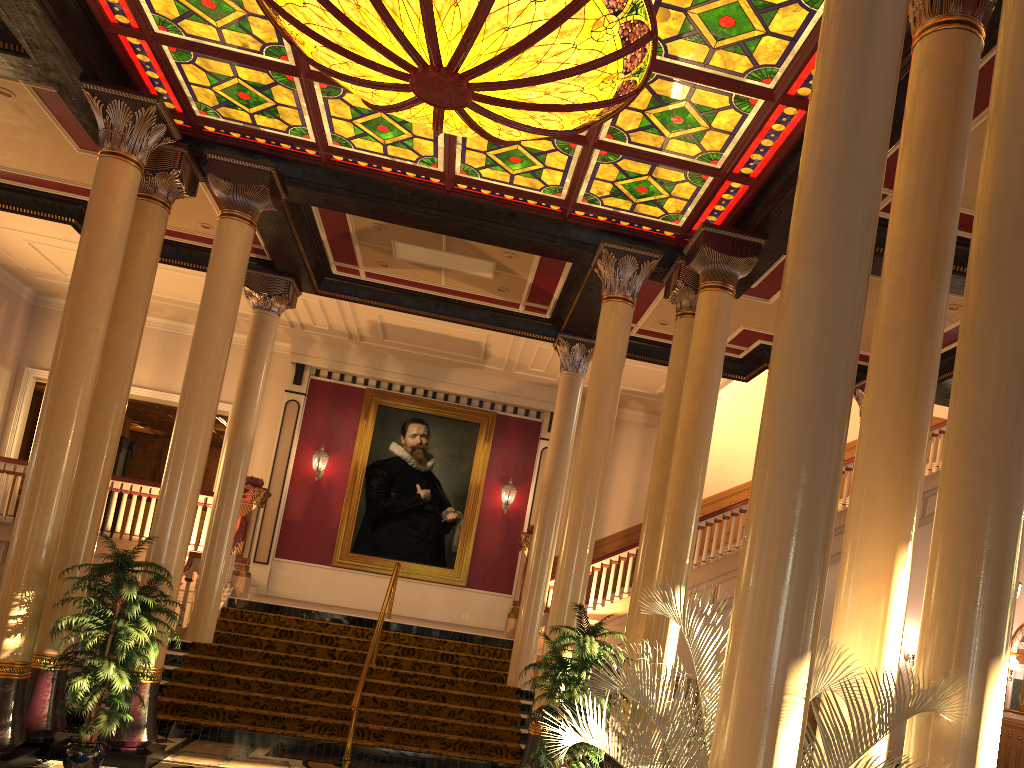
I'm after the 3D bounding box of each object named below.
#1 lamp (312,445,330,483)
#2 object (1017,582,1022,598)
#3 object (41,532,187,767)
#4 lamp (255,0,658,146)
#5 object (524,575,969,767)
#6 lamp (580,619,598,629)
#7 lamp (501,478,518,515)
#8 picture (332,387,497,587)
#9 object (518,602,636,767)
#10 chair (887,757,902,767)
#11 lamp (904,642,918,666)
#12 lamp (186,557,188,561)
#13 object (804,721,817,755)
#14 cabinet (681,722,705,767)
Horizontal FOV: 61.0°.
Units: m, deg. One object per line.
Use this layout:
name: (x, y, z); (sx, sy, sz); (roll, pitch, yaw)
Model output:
lamp: (-3.589, 1.492, 16.236); (0.322, 0.719, 0.397); (10, -7, -5)
object: (-3.767, 0.482, 10.317); (31.212, 4.259, 0.649); (16, -8, -26)
object: (-3.486, 2.338, 7.533); (1.114, 2.119, 1.020); (12, -7, -17)
lamp: (-0.461, -2.396, 6.284); (3.043, 0.593, 3.021); (11, -14, -8)
object: (0.732, 2.000, 3.897); (1.872, 2.224, 2.029); (12, -10, -17)
lamp: (0.831, 4.410, 12.680); (0.568, 1.982, 0.602); (8, -6, 12)
lamp: (-0.078, 2.178, 16.773); (0.322, 0.719, 0.397); (10, -7, -5)
picture: (-1.836, 1.975, 16.647); (2.582, 3.401, 0.055); (10, -5, -9)
object: (0.573, 3.133, 8.182); (1.030, 2.119, 1.101); (3, -10, 43)
chair: (4.244, 4.871, 10.252); (0.681, 0.906, 0.658); (15, -10, -35)
lamp: (8.376, 5.651, 18.187); (0.272, 0.490, 0.373); (10, -9, -5)
lamp: (-4.849, 3.298, 11.804); (0.605, 1.982, 0.565); (12, -7, -24)
object: (4.242, 4.864, 11.250); (0.956, 1.415, 1.195); (6, -10, 23)
cabinet: (2.821, 4.967, 11.379); (1.271, 0.855, 0.553); (11, -8, -8)
